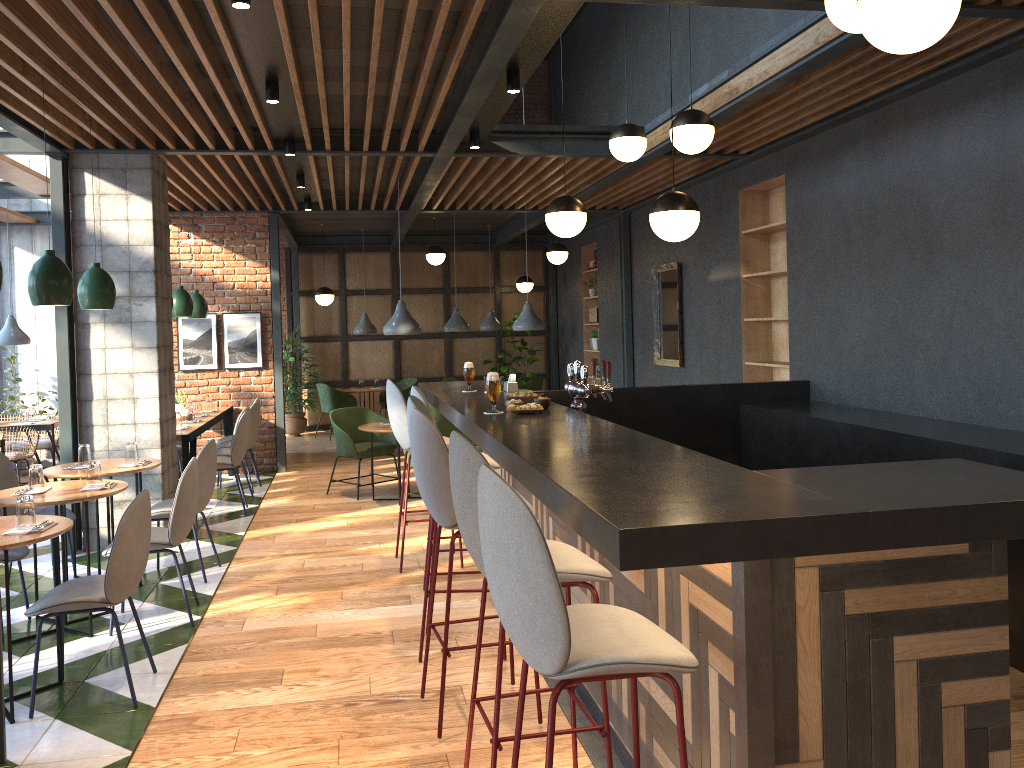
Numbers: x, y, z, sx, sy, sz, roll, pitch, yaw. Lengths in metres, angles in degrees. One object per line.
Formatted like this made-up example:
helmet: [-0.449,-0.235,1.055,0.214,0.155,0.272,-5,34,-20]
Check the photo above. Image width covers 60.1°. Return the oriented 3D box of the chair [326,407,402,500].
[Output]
chair: [-1.427,0.645,8.546,0.515,0.818,0.639,0,3,45]

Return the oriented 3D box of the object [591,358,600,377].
object: [1.235,-0.234,12.706,0.150,0.257,0.522,-2,3,-11]

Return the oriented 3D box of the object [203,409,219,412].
object: [-3.166,0.278,9.318,0.157,0.019,0.243,-2,4,-10]

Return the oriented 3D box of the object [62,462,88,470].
object: [-2.759,0.520,5.680,0.157,0.019,0.243,-2,4,-5]

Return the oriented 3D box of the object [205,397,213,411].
object: [-3.195,0.212,9.334,0.080,0.138,0.080,-3,2,-37]

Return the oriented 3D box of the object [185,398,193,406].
object: [-3.393,0.220,9.299,0.080,0.138,0.080,-1,2,11]

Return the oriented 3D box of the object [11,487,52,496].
object: [-2.597,0.573,4.799,0.157,0.019,0.243,-3,4,-14]

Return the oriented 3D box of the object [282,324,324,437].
object: [-3.321,-0.067,13.407,0.913,1.721,0.980,0,2,45]

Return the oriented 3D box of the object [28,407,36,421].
object: [-5.122,0.319,9.451,0.080,0.138,0.080,-3,2,-37]

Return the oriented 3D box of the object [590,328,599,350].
object: [1.217,-0.648,12.668,0.213,0.329,0.233,-2,2,-5]

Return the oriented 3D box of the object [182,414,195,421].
object: [-3.169,0.319,8.478,0.251,0.046,0.253,-4,4,-37]

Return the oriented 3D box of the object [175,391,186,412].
object: [-3.209,0.201,8.516,0.146,0.276,0.146,-2,2,-30]

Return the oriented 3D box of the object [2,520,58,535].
object: [-2.085,0.621,3.829,0.157,0.019,0.243,-2,4,-7]

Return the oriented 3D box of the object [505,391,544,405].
object: [0.062,0.073,4.271,0.168,0.072,0.168,-1,3,10]

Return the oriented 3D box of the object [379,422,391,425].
object: [-1.111,0.365,8.302,0.243,0.019,0.157,-5,5,-41]

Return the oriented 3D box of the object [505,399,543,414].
object: [0.055,0.101,4.007,0.164,0.052,0.292,-2,4,-2]

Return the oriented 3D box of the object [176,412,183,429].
object: [-2.890,0.312,7.658,0.080,0.138,0.080,-1,2,13]

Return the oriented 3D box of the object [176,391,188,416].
object: [-3.127,0.202,8.420,0.115,0.282,0.128,-2,1,-15]

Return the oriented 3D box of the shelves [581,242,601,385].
shelves: [1.269,-0.635,12.662,0.284,2.704,0.836,-2,1,-10]

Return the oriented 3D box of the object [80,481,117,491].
object: [-2.268,0.559,4.860,0.157,0.019,0.243,-3,4,-14]

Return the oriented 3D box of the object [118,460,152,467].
object: [-2.424,0.510,5.692,0.157,0.019,0.243,-2,4,-5]

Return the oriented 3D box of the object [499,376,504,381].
object: [-0.153,-0.048,13.254,0.080,0.138,0.080,-2,2,-3]

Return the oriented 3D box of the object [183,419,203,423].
object: [-2.967,0.344,8.218,0.157,0.019,0.243,-2,4,-10]

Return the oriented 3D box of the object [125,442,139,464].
object: [-2.451,0.444,5.709,0.080,0.138,0.080,-3,2,-42]

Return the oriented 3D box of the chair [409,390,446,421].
chair: [-0.988,0.453,11.340,0.638,0.818,0.516,0,2,35]

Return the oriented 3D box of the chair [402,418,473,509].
chair: [-0.611,0.676,7.713,0.639,0.818,0.515,-3,2,-40]

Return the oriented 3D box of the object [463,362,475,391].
object: [-0.262,-0.047,5.405,0.070,0.178,0.070,-2,1,-7]

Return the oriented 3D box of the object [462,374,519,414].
object: [-0.058,0.031,4.717,0.322,0.106,1.512,-2,4,-7]

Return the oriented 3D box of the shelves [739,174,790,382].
shelves: [2.242,-0.323,7.404,0.284,2.704,0.836,-2,1,-10]

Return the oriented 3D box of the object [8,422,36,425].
object: [-5.064,0.403,9.146,0.243,0.019,0.158,-2,4,-10]

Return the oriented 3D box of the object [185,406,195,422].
object: [-2.995,0.277,8.234,0.080,0.138,0.080,0,2,43]

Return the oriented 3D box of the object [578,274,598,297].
object: [1.177,-1.418,12.712,0.174,0.329,0.537,-3,3,-31]

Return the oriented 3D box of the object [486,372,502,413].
object: [-0.084,0.037,3.998,0.070,0.182,0.070,-1,1,10]

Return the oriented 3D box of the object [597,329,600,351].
object: [1.262,-0.645,12.433,0.143,0.349,0.144,-1,1,7]

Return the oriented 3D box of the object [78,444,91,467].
object: [-2.736,0.454,5.669,0.080,0.138,0.080,-3,2,-32]

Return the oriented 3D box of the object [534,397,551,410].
object: [0.140,0.087,4.117,0.078,0.060,0.108,-2,3,-2]

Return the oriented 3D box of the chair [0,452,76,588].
chair: [-3.060,0.845,5.632,0.508,0.887,0.418,-2,1,-9]

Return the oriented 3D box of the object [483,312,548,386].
object: [0.065,-0.241,14.058,1.057,1.793,0.722,-2,1,0]

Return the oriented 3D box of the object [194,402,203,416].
object: [-3.115,0.245,8.790,0.080,0.138,0.080,-3,2,-37]

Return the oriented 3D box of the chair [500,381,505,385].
chair: [-0.348,0.383,12.149,0.638,0.818,0.516,0,2,40]

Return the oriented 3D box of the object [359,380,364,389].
object: [-2.251,0.013,13.234,0.080,0.138,0.080,-3,2,-32]

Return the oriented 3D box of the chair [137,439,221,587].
chair: [-2.178,0.812,5.762,0.507,0.887,0.419,-2,1,-4]

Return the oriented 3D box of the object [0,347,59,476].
object: [-5.718,0.318,10.180,0.859,1.496,0.899,-1,2,9]

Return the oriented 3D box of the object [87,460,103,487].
object: [-2.298,0.493,4.874,0.080,0.138,0.080,-1,2,29]

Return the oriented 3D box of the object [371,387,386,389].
object: [-2.023,0.058,13.449,0.158,0.019,0.243,-5,5,-45]

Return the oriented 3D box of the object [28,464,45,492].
object: [-2.574,0.506,4.792,0.080,0.138,0.080,-2,2,-1]

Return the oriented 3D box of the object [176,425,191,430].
object: [-2.862,0.378,7.642,0.157,0.019,0.243,-2,4,-10]

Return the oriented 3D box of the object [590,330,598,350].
object: [1.214,-0.645,12.886,0.173,0.295,0.190,-3,2,-36]

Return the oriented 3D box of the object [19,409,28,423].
object: [-5.058,0.335,9.170,0.080,0.138,0.080,-3,2,-37]

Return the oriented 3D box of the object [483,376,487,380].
object: [-0.399,-0.051,13.404,0.080,0.138,0.080,-3,2,-33]

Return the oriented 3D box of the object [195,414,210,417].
object: [-3.086,0.311,8.774,0.157,0.019,0.243,-2,4,-10]

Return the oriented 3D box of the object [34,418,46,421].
object: [-5.104,0.383,9.479,0.243,0.019,0.158,-2,4,-10]

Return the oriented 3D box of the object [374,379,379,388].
object: [-2.057,-0.007,13.446,0.080,0.138,0.080,-3,2,-32]

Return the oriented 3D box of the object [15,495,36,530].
object: [-2.112,0.554,3.846,0.080,0.138,0.080,-1,2,26]

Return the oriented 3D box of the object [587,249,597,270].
object: [1.214,-1.771,12.637,0.204,0.284,0.517,-2,3,-10]

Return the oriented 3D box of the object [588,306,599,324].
object: [1.246,-0.990,12.699,0.199,0.241,0.341,-2,3,-15]
